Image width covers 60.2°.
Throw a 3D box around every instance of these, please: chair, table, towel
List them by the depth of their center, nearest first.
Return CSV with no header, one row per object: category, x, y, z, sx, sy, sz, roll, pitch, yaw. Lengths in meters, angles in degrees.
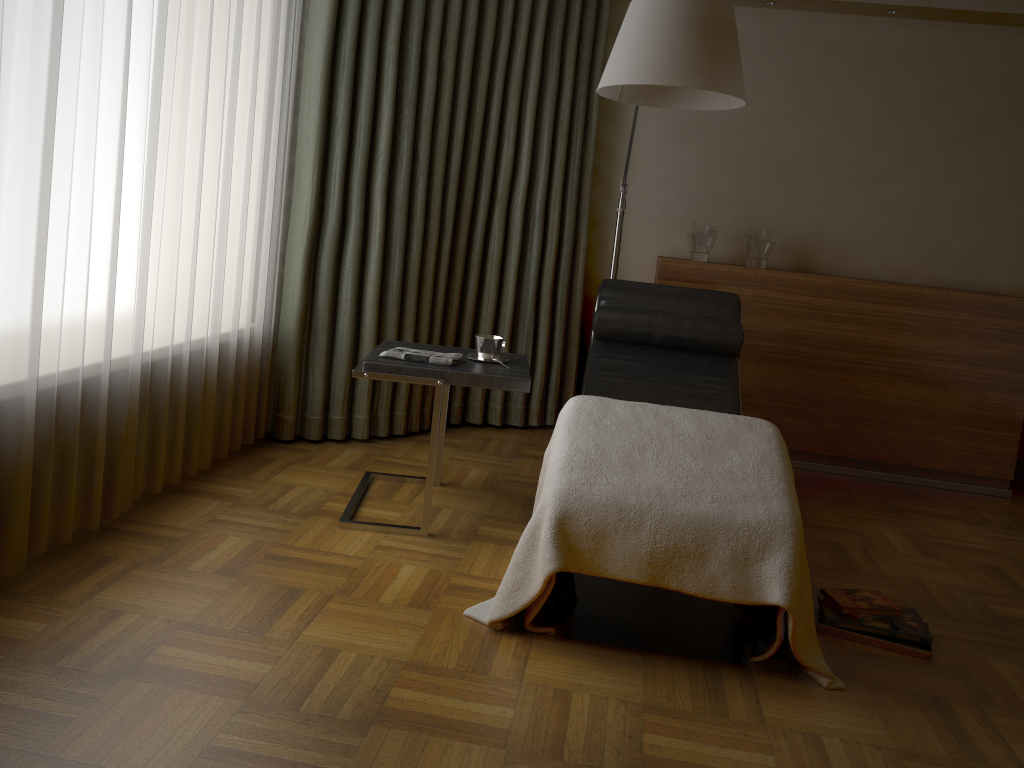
towel,-0.288,-0.091,2.859,0.241,0.035,0.180,8,10,11
chair,0.507,0.108,2.948,0.636,0.789,1.806,7,10,7
table,-0.202,-0.066,2.949,0.517,0.044,0.505,6,10,-1

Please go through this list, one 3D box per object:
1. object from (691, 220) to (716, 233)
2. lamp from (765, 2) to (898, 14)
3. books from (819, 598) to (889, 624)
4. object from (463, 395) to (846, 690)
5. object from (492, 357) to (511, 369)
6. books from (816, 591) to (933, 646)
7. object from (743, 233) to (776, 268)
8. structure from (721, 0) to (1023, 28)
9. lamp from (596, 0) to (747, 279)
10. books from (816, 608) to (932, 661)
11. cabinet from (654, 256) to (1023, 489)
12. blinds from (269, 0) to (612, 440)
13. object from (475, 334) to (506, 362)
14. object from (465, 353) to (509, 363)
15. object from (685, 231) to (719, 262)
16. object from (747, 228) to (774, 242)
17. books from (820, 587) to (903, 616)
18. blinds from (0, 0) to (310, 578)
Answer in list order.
object,0.905,-0.702,4.219,0.122,0.148,0.124,5,8,-11
lamp,1.256,-1.844,4.251,1.159,0.028,0.050,8,9,7
books,0.946,0.608,2.413,0.172,0.018,0.125,-1,12,-33
object,0.401,0.341,2.442,0.918,0.515,0.918,7,9,7
object,-0.033,-0.070,2.888,0.029,0.019,0.125,2,11,-23
books,0.977,0.633,2.399,0.265,0.020,0.191,8,11,12
object,1.165,-0.629,4.187,0.155,0.153,0.157,6,8,-2
structure,1.612,-1.853,4.210,2.181,0.129,0.276,8,10,7
lamp,0.526,-0.480,3.185,0.452,1.948,1.426,7,7,11
books,0.974,0.657,2.384,0.281,0.022,0.201,10,11,21
cabinet,1.489,-0.087,4.229,1.676,0.855,0.419,7,6,7
blinds,-0.225,-1.001,3.913,1.531,2.430,0.227,1,8,-38
object,-0.079,-0.122,2.979,0.098,0.078,0.112,8,9,9
object,-0.084,-0.085,2.976,0.150,0.009,0.151,9,11,12
object,0.901,-0.664,4.223,0.155,0.153,0.157,1,10,-36
object,1.169,-0.667,4.184,0.122,0.148,0.124,5,8,-13
books,0.949,0.592,2.403,0.172,0.018,0.125,5,10,-8
blinds,-1.016,-0.751,2.427,0.092,2.269,2.217,7,8,7
